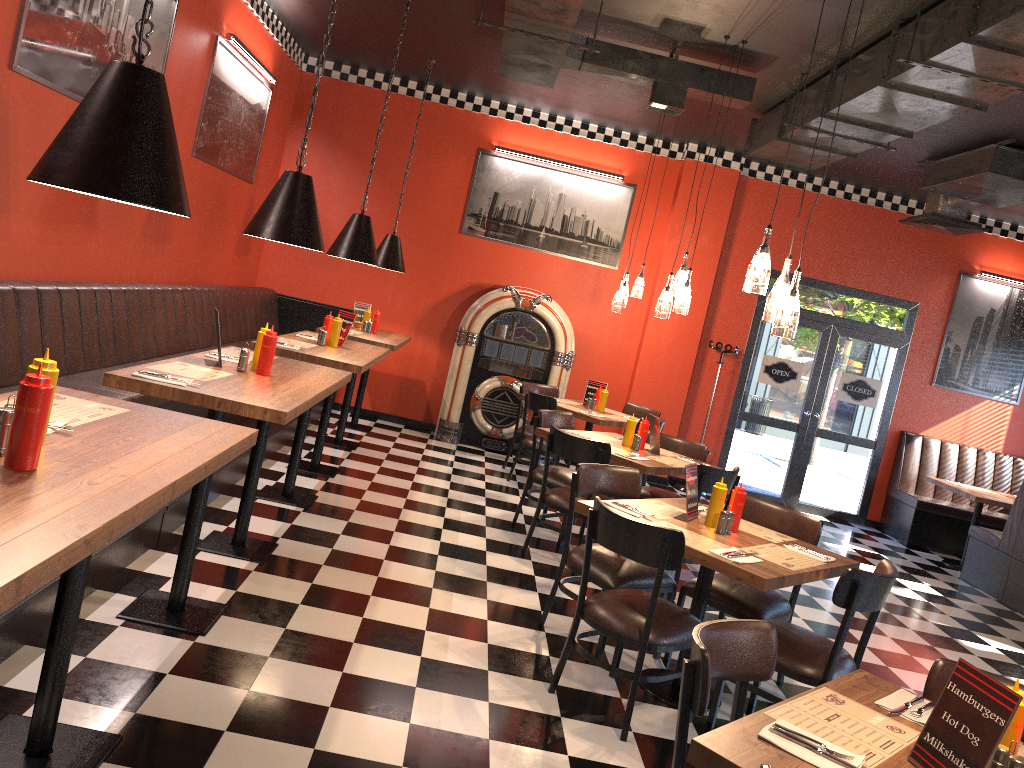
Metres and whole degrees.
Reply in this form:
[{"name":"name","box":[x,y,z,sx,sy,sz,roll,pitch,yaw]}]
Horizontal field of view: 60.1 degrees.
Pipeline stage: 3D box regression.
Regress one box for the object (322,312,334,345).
[{"name":"object","box":[-1.315,-0.400,6.315,0.068,0.237,0.068,12,3,-8]}]

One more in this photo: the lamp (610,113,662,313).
[{"name":"lamp","box":[1.186,-1.629,8.260,0.108,1.961,0.109,12,3,-21]}]

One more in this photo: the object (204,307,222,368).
[{"name":"object","box":[-1.377,-0.220,4.156,0.072,0.256,0.189,12,4,-24]}]

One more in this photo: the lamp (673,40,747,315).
[{"name":"lamp","box":[1.375,-1.438,6.059,0.108,1.961,0.109,12,3,-21]}]

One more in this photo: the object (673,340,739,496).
[{"name":"object","box":[2.121,0.364,9.628,0.376,1.655,0.374,14,3,20]}]

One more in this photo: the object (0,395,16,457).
[{"name":"object","box":[-1.166,0.091,2.046,0.046,0.136,0.094,12,4,-12]}]

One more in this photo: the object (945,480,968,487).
[{"name":"object","box":[4.562,1.018,9.075,0.157,0.019,0.256,13,5,-2]}]

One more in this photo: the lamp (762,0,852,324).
[{"name":"lamp","box":[1.433,-1.237,4.071,0.109,1.961,0.108,15,4,39]}]

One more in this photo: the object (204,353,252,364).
[{"name":"object","box":[-1.397,-0.127,4.430,0.255,0.019,0.158,12,5,-6]}]

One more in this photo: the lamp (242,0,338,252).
[{"name":"lamp","box":[-0.843,-1.654,4.106,0.384,2.040,0.380,15,4,38]}]

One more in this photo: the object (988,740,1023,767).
[{"name":"object","box":[1.082,0.844,1.936,0.046,0.136,0.094,12,4,-13]}]

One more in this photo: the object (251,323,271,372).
[{"name":"object","box":[-1.195,-0.177,4.247,0.068,0.237,0.068,13,3,6]}]

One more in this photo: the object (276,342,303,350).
[{"name":"object","box":[-1.426,-0.245,5.604,0.255,0.019,0.158,12,5,-6]}]

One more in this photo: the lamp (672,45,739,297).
[{"name":"lamp","box":[1.375,-1.565,6.181,0.109,1.961,0.108,15,4,44]}]

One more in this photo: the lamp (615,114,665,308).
[{"name":"lamp","box":[1.217,-1.671,8.135,0.109,1.961,0.108,15,4,39]}]

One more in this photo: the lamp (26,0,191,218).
[{"name":"lamp","box":[-0.778,-1.456,2.172,0.384,2.040,0.380,15,4,38]}]

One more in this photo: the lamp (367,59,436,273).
[{"name":"lamp","box":[-0.992,-2.106,8.529,0.384,2.040,0.380,15,4,38]}]

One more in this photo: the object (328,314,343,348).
[{"name":"object","box":[-1.244,-0.379,6.257,0.068,0.237,0.068,12,3,-14]}]

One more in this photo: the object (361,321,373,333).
[{"name":"object","box":[-1.361,-0.551,8.359,0.093,0.136,0.047,11,3,-23]}]

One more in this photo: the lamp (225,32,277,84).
[{"name":"lamp","box":[-2.244,-2.798,7.661,0.081,0.056,1.449,13,5,-3]}]

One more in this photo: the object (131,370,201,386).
[{"name":"object","box":[-1.341,-0.024,3.467,0.255,0.019,0.158,12,5,-6]}]

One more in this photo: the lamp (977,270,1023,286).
[{"name":"lamp","box":[5.479,-1.170,9.850,0.610,0.056,0.081,13,4,-3]}]

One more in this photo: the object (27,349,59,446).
[{"name":"object","box":[-1.155,0.030,2.160,0.067,0.237,0.068,11,3,-28]}]

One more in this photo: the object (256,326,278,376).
[{"name":"object","box":[-1.149,-0.159,4.167,0.068,0.237,0.068,14,3,17]}]

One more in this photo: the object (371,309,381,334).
[{"name":"object","box":[-1.300,-0.600,8.464,0.068,0.237,0.068,12,3,-9]}]

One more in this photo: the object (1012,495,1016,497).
[{"name":"object","box":[5.285,1.180,9.097,0.157,0.019,0.256,12,5,-8]}]

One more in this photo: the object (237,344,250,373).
[{"name":"object","box":[-1.251,-0.127,4.142,0.046,0.136,0.094,12,4,-13]}]

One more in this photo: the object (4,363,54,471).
[{"name":"object","box":[-1.064,0.069,1.959,0.067,0.237,0.068,11,3,-28]}]

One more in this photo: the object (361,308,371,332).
[{"name":"object","box":[-1.391,-0.622,8.470,0.068,0.237,0.068,12,3,-9]}]

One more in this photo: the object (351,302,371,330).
[{"name":"object","box":[-1.447,-0.652,8.551,0.187,0.256,0.073,9,4,-43]}]

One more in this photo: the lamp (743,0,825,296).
[{"name":"lamp","box":[1.332,-1.372,4.039,0.108,1.961,0.109,11,3,-31]}]

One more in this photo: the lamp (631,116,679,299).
[{"name":"lamp","box":[1.366,-1.754,8.156,0.109,1.961,0.108,14,3,29]}]

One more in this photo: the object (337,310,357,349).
[{"name":"object","box":[-1.229,-0.396,6.369,0.189,0.256,0.072,16,4,38]}]

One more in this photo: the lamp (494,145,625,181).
[{"name":"lamp","box":[0.513,-2.393,9.612,1.443,0.056,0.081,13,4,-3]}]

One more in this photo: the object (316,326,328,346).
[{"name":"object","box":[-1.325,-0.338,6.198,0.046,0.136,0.094,10,4,-38]}]

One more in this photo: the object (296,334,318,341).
[{"name":"object","box":[-1.460,-0.340,6.522,0.255,0.019,0.158,12,5,-6]}]

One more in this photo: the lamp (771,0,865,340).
[{"name":"lamp","box":[1.437,-1.164,3.953,0.108,1.961,0.108,13,3,9]}]

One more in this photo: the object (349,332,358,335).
[{"name":"object","box":[-1.468,-0.456,7.736,0.255,0.019,0.158,12,5,-6]}]

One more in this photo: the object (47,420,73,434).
[{"name":"object","box":[-1.278,0.097,2.338,0.255,0.019,0.158,12,5,-6]}]

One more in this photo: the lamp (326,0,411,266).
[{"name":"lamp","box":[-0.917,-1.877,6.292,0.384,2.040,0.380,15,4,38]}]

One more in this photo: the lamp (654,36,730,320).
[{"name":"lamp","box":[1.243,-1.406,6.042,0.108,1.961,0.108,13,3,9]}]
